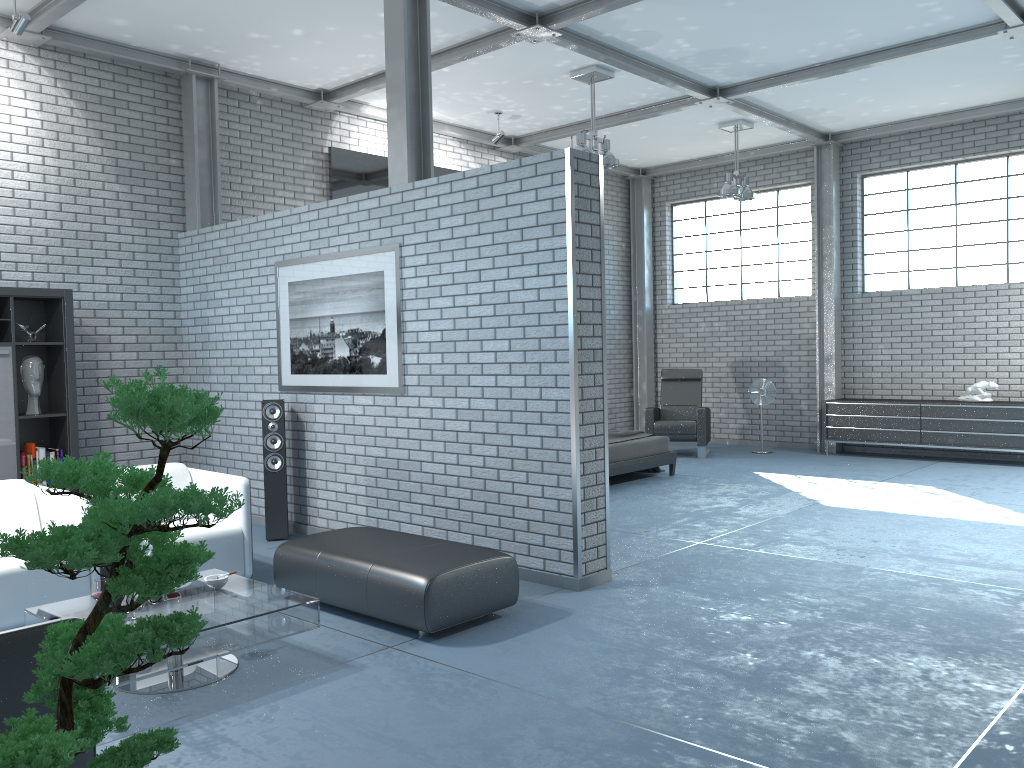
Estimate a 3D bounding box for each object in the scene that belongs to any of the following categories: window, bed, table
[{"bbox_3d":[3.218,-1.906,12.435,2.200,1.500,0.100,1,3,42],"label":"window"},{"bbox_3d":[0.347,0.687,9.630,2.261,0.674,2.290,1,3,42],"label":"bed"},{"bbox_3d":[-1.481,1.112,3.890,0.900,0.300,0.900,1,3,42],"label":"table"},{"bbox_3d":[5.288,-1.886,10.550,2.200,1.500,0.100,1,3,42],"label":"window"}]

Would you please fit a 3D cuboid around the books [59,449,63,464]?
[{"bbox_3d":[-3.477,0.631,6.798,0.155,0.263,0.027,1,3,42],"label":"books"}]

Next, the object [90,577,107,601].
[{"bbox_3d":[-1.789,0.910,3.867,0.089,0.120,0.089,-1,2,8],"label":"object"}]

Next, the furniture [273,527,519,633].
[{"bbox_3d":[-0.653,1.009,4.808,1.291,0.301,0.685,1,3,42],"label":"furniture"}]

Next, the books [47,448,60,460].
[{"bbox_3d":[-3.499,0.629,6.774,0.155,0.270,0.038,1,3,42],"label":"books"}]

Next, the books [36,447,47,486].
[{"bbox_3d":[-3.567,0.624,6.693,0.164,0.288,0.046,1,3,42],"label":"books"}]

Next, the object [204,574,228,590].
[{"bbox_3d":[-1.371,0.923,4.111,0.108,0.056,0.108,0,3,39],"label":"object"}]

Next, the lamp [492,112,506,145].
[{"bbox_3d":[-0.160,-2.820,9.797,0.167,0.332,0.137,0,2,32],"label":"lamp"}]

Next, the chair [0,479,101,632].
[{"bbox_3d":[-2.766,0.887,4.688,0.919,0.661,0.767,0,3,40],"label":"chair"}]

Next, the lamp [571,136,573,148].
[{"bbox_3d":[0.708,-2.869,10.750,0.161,0.343,0.137,-1,2,12],"label":"lamp"}]

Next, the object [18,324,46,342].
[{"bbox_3d":[-3.617,-0.385,6.693,0.072,0.147,0.322,-1,2,14],"label":"object"}]

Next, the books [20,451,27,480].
[{"bbox_3d":[-3.658,0.639,6.599,0.155,0.270,0.049,1,3,42],"label":"books"}]

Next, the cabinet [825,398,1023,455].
[{"bbox_3d":[4.875,0.540,10.404,2.250,0.682,0.510,1,3,42],"label":"cabinet"}]

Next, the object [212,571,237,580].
[{"bbox_3d":[-1.347,0.911,4.145,0.024,0.052,0.128,0,3,36],"label":"object"}]

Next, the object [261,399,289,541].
[{"bbox_3d":[-1.786,0.645,6.691,0.159,1.045,0.254,-2,2,-13],"label":"object"}]

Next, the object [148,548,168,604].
[{"bbox_3d":[-1.570,0.805,3.918,0.079,0.316,0.079,-2,2,-15],"label":"object"}]

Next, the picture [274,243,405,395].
[{"bbox_3d":[-1.289,-0.441,6.457,1.490,1.015,0.020,1,3,42],"label":"picture"}]

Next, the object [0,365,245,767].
[{"bbox_3d":[-0.789,0.646,1.649,0.586,1.362,1.032,-1,2,2],"label":"object"}]

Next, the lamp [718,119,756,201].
[{"bbox_3d":[2.653,-2.638,10.471,0.300,0.872,0.639,1,3,42],"label":"lamp"}]

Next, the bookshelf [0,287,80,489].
[{"bbox_3d":[-4.105,0.278,6.185,0.419,1.920,1.930,1,3,42],"label":"bookshelf"}]

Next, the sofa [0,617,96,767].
[{"bbox_3d":[-2.307,0.940,2.911,2.238,0.661,0.919,1,3,42],"label":"sofa"}]

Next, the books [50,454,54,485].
[{"bbox_3d":[-3.520,0.651,6.751,0.155,0.229,0.026,1,3,42],"label":"books"}]

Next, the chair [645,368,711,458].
[{"bbox_3d":[2.158,0.356,11.450,0.763,1.099,0.940,-1,2,17],"label":"chair"}]

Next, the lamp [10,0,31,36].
[{"bbox_3d":[-3.457,-2.614,6.178,0.167,0.332,0.137,0,2,32],"label":"lamp"}]

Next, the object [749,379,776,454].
[{"bbox_3d":[3.209,0.406,11.400,0.342,0.954,0.258,-1,2,8],"label":"object"}]

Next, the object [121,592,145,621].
[{"bbox_3d":[-1.568,0.912,3.669,0.089,0.120,0.089,-1,2,8],"label":"object"}]

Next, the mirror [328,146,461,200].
[{"bbox_3d":[-0.676,-0.742,10.362,0.050,3.500,3.400,1,3,42],"label":"mirror"}]

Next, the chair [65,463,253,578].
[{"bbox_3d":[-2.134,0.849,5.325,0.919,0.661,0.767,1,3,45],"label":"chair"}]

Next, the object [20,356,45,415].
[{"bbox_3d":[-3.619,0.008,6.699,0.156,0.443,0.156,-1,2,-4],"label":"object"}]

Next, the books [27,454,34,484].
[{"bbox_3d":[-3.623,0.650,6.626,0.171,0.244,0.038,1,3,42],"label":"books"}]

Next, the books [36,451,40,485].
[{"bbox_3d":[-3.593,0.635,6.672,0.153,0.270,0.020,1,3,42],"label":"books"}]

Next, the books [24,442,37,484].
[{"bbox_3d":[-3.608,0.606,6.653,0.155,0.329,0.026,1,3,42],"label":"books"}]

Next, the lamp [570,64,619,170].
[{"bbox_3d":[0.769,-2.521,8.403,0.300,0.872,0.639,1,3,42],"label":"lamp"}]

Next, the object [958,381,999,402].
[{"bbox_3d":[5.267,0.083,10.018,0.151,0.244,0.496,-2,2,-23],"label":"object"}]

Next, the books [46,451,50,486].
[{"bbox_3d":[-3.546,0.638,6.731,0.144,0.256,0.038,1,3,42],"label":"books"}]
